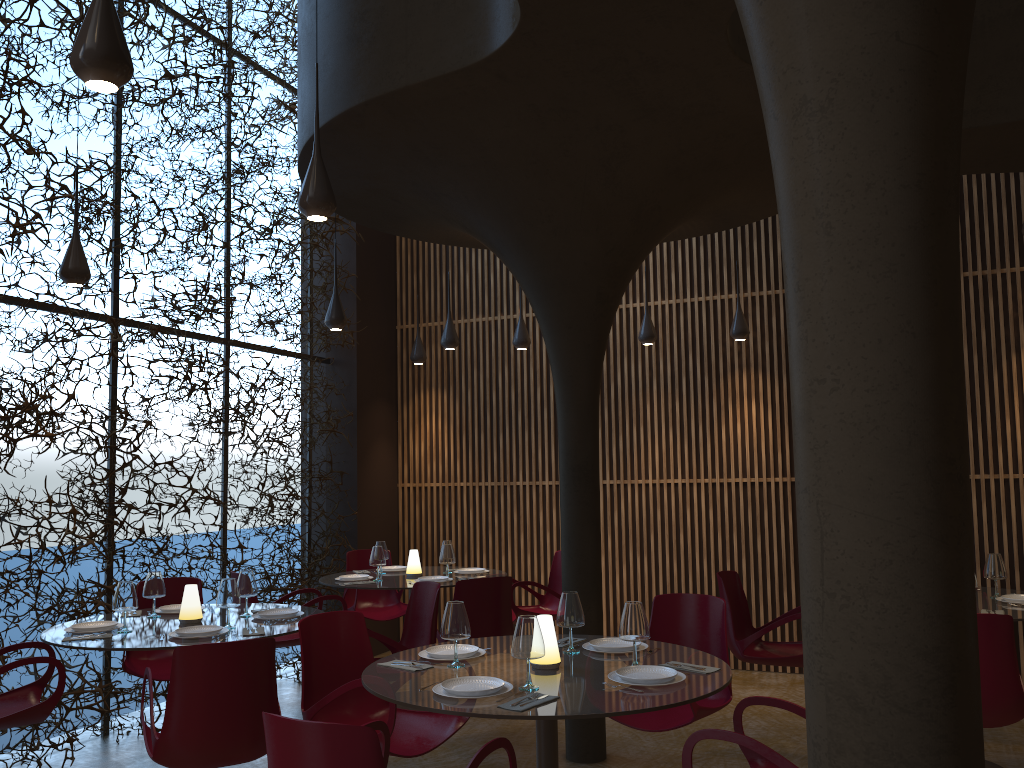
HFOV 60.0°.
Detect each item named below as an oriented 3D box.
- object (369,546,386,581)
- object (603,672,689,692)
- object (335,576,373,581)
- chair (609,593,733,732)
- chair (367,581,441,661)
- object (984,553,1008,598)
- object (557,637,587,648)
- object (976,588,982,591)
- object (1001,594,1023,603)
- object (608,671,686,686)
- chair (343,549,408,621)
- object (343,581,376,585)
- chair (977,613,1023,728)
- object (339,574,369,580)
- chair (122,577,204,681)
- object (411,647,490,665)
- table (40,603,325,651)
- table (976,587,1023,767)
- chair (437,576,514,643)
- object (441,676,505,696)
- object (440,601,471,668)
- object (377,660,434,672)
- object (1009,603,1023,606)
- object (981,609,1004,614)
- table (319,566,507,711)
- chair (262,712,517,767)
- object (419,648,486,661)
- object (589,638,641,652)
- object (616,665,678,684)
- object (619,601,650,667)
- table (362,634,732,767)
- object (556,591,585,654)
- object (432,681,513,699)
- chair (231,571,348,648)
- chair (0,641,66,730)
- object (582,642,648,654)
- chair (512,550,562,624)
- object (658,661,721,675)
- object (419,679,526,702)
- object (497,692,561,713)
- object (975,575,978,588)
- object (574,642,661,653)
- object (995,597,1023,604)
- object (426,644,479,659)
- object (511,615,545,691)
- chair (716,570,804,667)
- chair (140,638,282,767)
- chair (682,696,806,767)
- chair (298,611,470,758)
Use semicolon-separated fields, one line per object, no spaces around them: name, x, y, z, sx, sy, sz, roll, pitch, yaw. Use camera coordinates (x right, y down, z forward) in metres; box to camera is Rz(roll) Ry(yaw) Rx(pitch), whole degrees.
object;-1.161;1.551;7.665;0.142;0.295;0.142;-3;-5;22
object;0.574;1.256;3.788;0.204;0.012;0.411;-6;-8;39
object;-1.377;1.700;7.736;0.332;0.014;0.332;-1;-6;4
chair;0.882;1.564;5.026;0.625;0.634;0.874;-4;-6;33
chair;-0.911;1.700;6.022;0.873;0.634;0.626;2;-6;-27
object;3.271;1.297;5.996;0.142;0.295;0.142;1;-5;-24
object;0.280;1.357;4.652;0.126;0.017;0.262;-5;-7;33
object;3.162;1.482;6.418;0.411;0.012;0.205;-3;-6;19
object;3.330;1.400;5.761;0.263;0.029;0.264;-1;-6;1
object;0.577;1.256;3.792;0.332;0.014;0.332;3;-7;-37
chair;-1.352;2.001;8.854;0.625;0.634;0.874;1;-6;-22
object;-1.280;1.676;7.449;0.262;0.017;0.127;1;-6;-22
chair;2.442;1.521;4.888;0.625;0.634;0.874;-3;-6;18
object;-1.377;1.690;7.736;0.263;0.029;0.263;-2;-6;10
chair;-2.491;1.774;6.459;0.625;0.634;0.874;1;-6;-22
object;-0.292;1.333;4.374;0.204;0.012;0.411;-5;-7;35
table;-2.008;2.059;5.528;1.672;1.128;1.675;2;-6;-25
table;2.873;2.012;5.936;1.673;1.128;1.674;-4;-6;32
chair;-0.356;1.774;6.836;0.625;0.634;0.874;2;-6;-27
object;-0.160;1.244;3.641;0.263;0.029;0.263;-5;-7;31
object;-0.264;1.171;4.151;0.142;0.295;0.142;2;-5;-29
object;-0.500;1.319;4.149;0.262;0.017;0.126;-6;-8;39
object;3.329;1.410;5.756;0.204;0.012;0.411;-4;-7;29
object;2.889;1.380;5.327;0.126;0.017;0.262;-4;-7;28
table;-0.869;2.287;7.923;1.672;1.128;1.675;2;-6;-25
chair;-0.447;1.387;3.087;0.625;0.634;0.874;-4;-6;28
object;-0.294;1.331;4.370;0.332;0.014;0.332;4;-8;-40
object;0.521;1.317;4.471;0.263;0.029;0.263;-4;-6;24
object;0.576;1.246;3.793;0.263;0.029;0.263;4;-8;-43
object;0.557;1.144;4.034;0.142;0.295;0.142;-1;-5;-3
table;0.165;1.866;4.044;1.674;1.128;1.674;-6;-7;42
object;0.292;1.189;4.426;0.142;0.295;0.142;-2;-5;10
object;-0.160;1.253;3.641;0.332;0.014;0.332;-3;-6;15
chair;-1.895;1.860;7.399;0.873;0.634;0.626;2;-6;-32
chair;-3.034;1.633;5.004;0.873;0.634;0.626;2;-6;-32
object;0.521;1.327;4.471;0.332;0.014;0.332;-2;-6;5
chair;0.228;1.927;8.417;0.873;0.634;0.626;2;-6;-27
object;0.797;1.280;3.998;0.262;0.017;0.126;-7;-8;43
object;-0.164;1.255;3.643;0.411;0.012;0.204;-5;-7;34
object;0.067;1.236;3.441;0.126;0.017;0.262;-6;-7;38
object;2.848;1.261;5.573;0.142;0.295;0.142;-2;-5;15
object;0.525;1.328;4.469;0.411;0.012;0.204;-4;-7;29
object;3.330;1.409;5.761;0.332;0.014;0.332;5;-8;-43
object;-0.294;1.322;4.371;0.263;0.029;0.263;-4;-6;23
object;0.067;1.117;3.690;0.142;0.295;0.142;-2;-5;14
chair;1.921;1.682;6.350;0.873;0.634;0.626;-4;-6;28
chair;-1.495;1.547;4.442;0.625;0.634;0.874;2;-6;-27
chair;1.169;1.387;3.368;0.873;0.634;0.626;-5;-6;33
chair;-0.706;1.550;4.617;0.873;0.634;0.626;-5;-7;38
